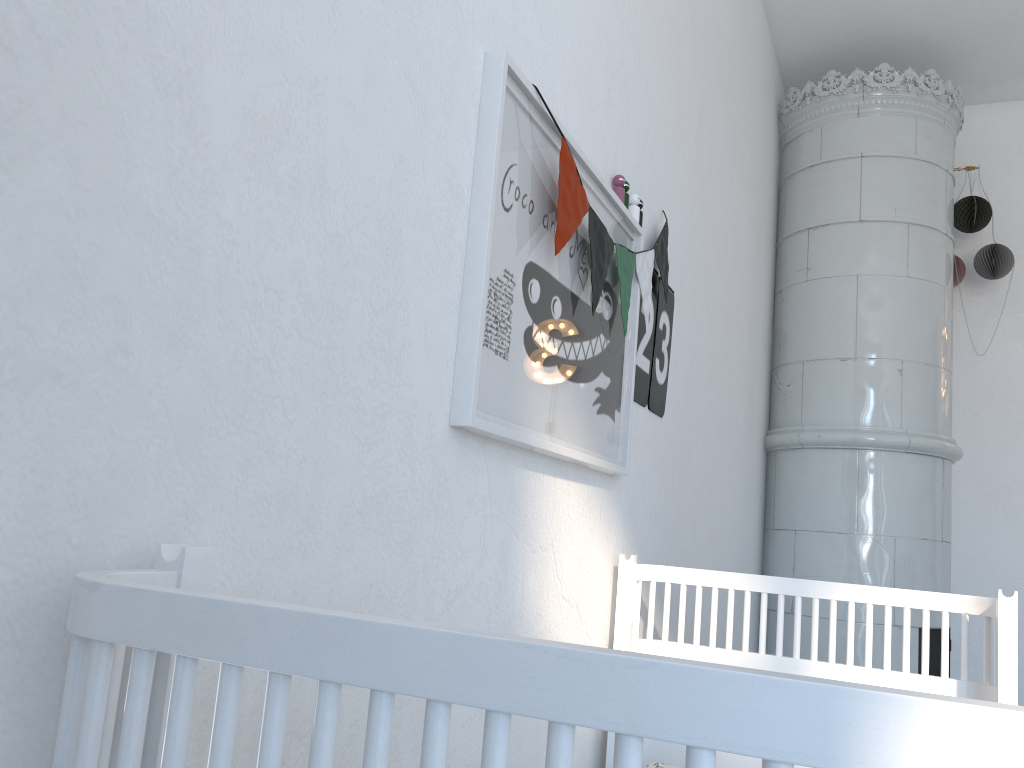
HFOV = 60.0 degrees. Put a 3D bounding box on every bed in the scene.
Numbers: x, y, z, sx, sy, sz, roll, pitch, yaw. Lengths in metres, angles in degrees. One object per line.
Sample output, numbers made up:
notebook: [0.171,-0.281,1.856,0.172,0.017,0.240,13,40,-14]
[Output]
bed: [0.247,0.634,0.973,0.670,0.832,1.405,1,-10,24]

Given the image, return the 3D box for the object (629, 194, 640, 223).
object: [0.241,-0.345,1.755,0.025,0.063,0.025,2,-9,19]

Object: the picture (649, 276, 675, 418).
picture: [0.342,-0.082,2.020,0.013,0.304,0.153,1,-10,23]

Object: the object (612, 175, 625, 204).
object: [0.200,-0.363,1.667,0.025,0.063,0.025,2,-9,19]

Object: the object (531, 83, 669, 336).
object: [0.178,-0.292,1.608,0.058,0.414,0.906,1,-10,23]

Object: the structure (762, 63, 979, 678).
structure: [1.513,0.182,3.455,0.800,2.876,1.257,8,-9,-21]

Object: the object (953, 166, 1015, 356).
object: [1.921,-0.511,3.760,0.196,0.825,0.386,9,-9,-22]

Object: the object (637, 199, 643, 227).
object: [0.250,-0.341,1.777,0.025,0.063,0.025,2,-9,17]

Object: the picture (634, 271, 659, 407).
picture: [0.281,-0.108,1.881,0.010,0.301,0.152,1,-10,23]

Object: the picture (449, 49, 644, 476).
picture: [0.094,-0.128,1.431,0.030,0.492,0.704,1,-10,24]

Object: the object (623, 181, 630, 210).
object: [0.211,-0.358,1.693,0.025,0.063,0.025,1,-9,22]
